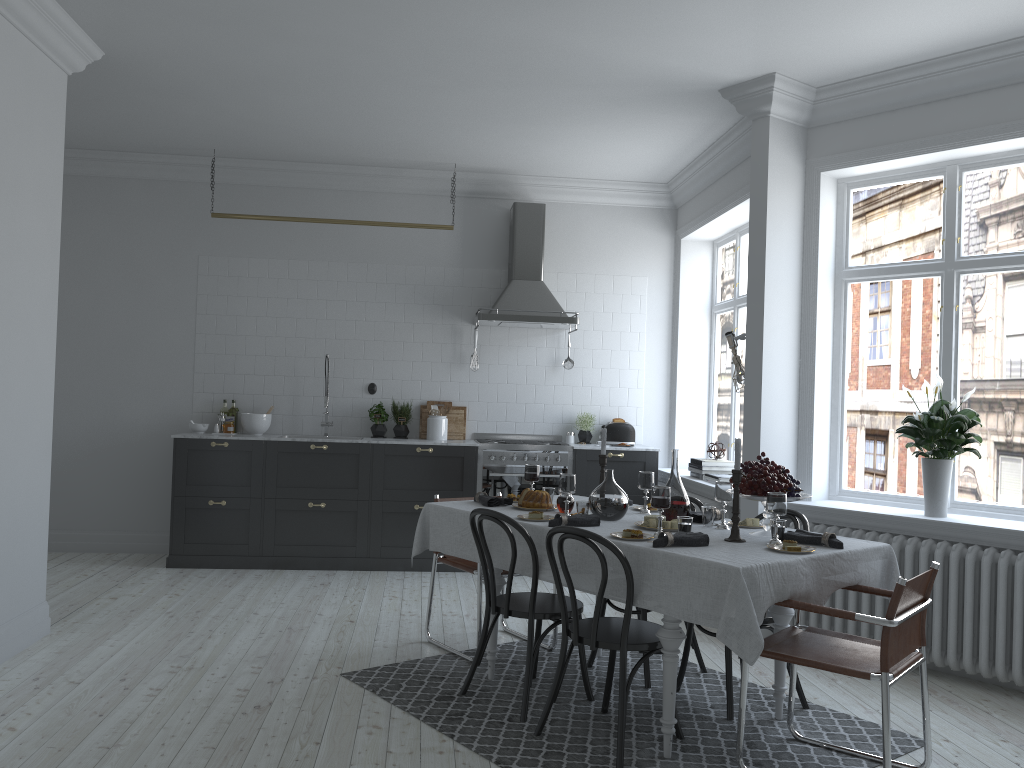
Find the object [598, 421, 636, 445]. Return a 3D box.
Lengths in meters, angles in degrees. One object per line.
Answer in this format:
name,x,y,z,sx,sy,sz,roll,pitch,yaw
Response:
object,0.919,0.429,7.757,0.326,0.207,0.219,2,-1,-1

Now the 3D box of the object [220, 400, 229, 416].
object,-2.430,0.272,7.499,0.066,0.282,0.066,2,-1,-11

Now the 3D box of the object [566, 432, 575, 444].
object,0.508,0.470,7.728,0.072,0.095,0.072,1,-1,40

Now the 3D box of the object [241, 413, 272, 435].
object,-2.144,0.336,7.424,0.247,0.175,0.247,2,-1,8

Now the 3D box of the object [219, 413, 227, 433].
object,-2.404,0.326,7.375,0.059,0.172,0.059,1,-1,26

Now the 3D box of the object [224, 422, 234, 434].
object,-2.341,0.363,7.347,0.078,0.101,0.078,2,-1,23

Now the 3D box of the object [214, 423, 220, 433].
object,-2.440,0.368,7.327,0.046,0.084,0.046,2,-1,-19

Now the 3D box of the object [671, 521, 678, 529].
object,0.717,0.639,4.014,0.040,0.039,0.077,3,-1,-36

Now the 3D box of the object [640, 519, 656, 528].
object,0.612,0.622,3.985,0.039,0.040,0.078,2,-1,-31

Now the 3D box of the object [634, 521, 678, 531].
object,0.685,0.649,4.034,0.251,0.018,0.251,2,-1,-6

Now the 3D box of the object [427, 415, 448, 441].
object,-0.636,0.373,7.545,0.174,0.208,0.174,2,-1,-10

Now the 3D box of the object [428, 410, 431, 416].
object,-0.666,0.346,7.537,0.117,0.251,0.061,2,-1,24

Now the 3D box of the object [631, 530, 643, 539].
object,0.520,0.626,3.686,0.036,0.039,0.051,1,-1,34

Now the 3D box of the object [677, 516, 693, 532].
object,0.725,0.606,3.724,0.066,0.094,0.066,2,-1,-17

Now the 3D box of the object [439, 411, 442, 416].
object,-0.613,0.350,7.588,0.050,0.247,0.114,3,-1,-41

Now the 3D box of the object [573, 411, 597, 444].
object,0.639,0.380,7.728,0.210,0.283,0.220,2,-1,7

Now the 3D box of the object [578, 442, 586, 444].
object,0.588,0.510,7.646,0.091,0.018,0.062,2,-1,-8

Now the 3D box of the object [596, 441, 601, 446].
object,0.747,0.497,7.391,0.072,0.040,0.070,2,-1,-14

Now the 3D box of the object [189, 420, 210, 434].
object,-2.587,0.353,7.341,0.159,0.110,0.172,2,-1,-11

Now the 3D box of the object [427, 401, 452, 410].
object,-0.633,0.315,7.685,0.220,0.330,0.041,2,-1,-6

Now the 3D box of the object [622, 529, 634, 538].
object,0.490,0.626,3.714,0.057,0.037,0.021,2,-1,-25

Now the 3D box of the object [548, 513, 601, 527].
object,0.293,0.614,4.006,0.165,0.061,0.247,1,-1,34

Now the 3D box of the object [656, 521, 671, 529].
object,0.673,0.635,3.975,0.077,0.040,0.040,2,-1,14

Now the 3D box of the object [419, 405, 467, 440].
object,-0.601,0.336,7.720,0.400,0.290,0.030,2,-1,-6

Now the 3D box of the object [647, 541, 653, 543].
object,0.607,0.642,3.648,0.131,0.012,0.031,3,-1,-38

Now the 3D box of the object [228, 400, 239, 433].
object,-2.349,0.275,7.502,0.089,0.282,0.082,2,-1,-6

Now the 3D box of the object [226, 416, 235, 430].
object,-2.373,0.344,7.448,0.077,0.141,0.044,2,-1,-6

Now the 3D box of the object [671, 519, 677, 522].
object,0.736,0.637,4.072,0.039,0.040,0.077,2,-1,-26

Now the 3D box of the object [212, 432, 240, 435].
object,-2.390,0.411,7.411,0.180,0.008,0.272,2,-1,-6

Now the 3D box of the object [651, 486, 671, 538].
object,0.631,0.544,3.768,0.083,0.215,0.083,2,-1,-1

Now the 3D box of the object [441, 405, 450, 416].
object,-0.604,0.328,7.587,0.131,0.296,0.056,2,-1,-26

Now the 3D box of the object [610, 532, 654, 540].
object,0.503,0.639,3.711,0.182,0.013,0.182,2,-1,9

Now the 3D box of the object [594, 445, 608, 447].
object,0.748,0.517,7.391,0.126,0.008,0.126,2,-1,21

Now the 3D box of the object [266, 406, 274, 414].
object,-2.086,0.300,7.460,0.042,0.232,0.209,1,-1,35

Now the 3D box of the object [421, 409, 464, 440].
object,-0.599,0.350,7.663,0.360,0.261,0.053,2,-1,-6

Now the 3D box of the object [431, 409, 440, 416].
object,-0.670,0.340,7.513,0.054,0.262,0.149,2,-1,-31

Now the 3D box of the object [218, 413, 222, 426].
object,-2.439,0.326,7.431,0.059,0.172,0.059,1,-1,26

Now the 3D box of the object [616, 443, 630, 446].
object,0.936,0.511,7.486,0.119,0.031,0.074,1,-1,27

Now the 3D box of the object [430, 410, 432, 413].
object,-0.646,0.348,7.582,0.118,0.250,0.033,2,-1,-6

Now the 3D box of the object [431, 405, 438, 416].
object,-0.637,0.327,7.555,0.064,0.290,0.141,2,-1,-32
